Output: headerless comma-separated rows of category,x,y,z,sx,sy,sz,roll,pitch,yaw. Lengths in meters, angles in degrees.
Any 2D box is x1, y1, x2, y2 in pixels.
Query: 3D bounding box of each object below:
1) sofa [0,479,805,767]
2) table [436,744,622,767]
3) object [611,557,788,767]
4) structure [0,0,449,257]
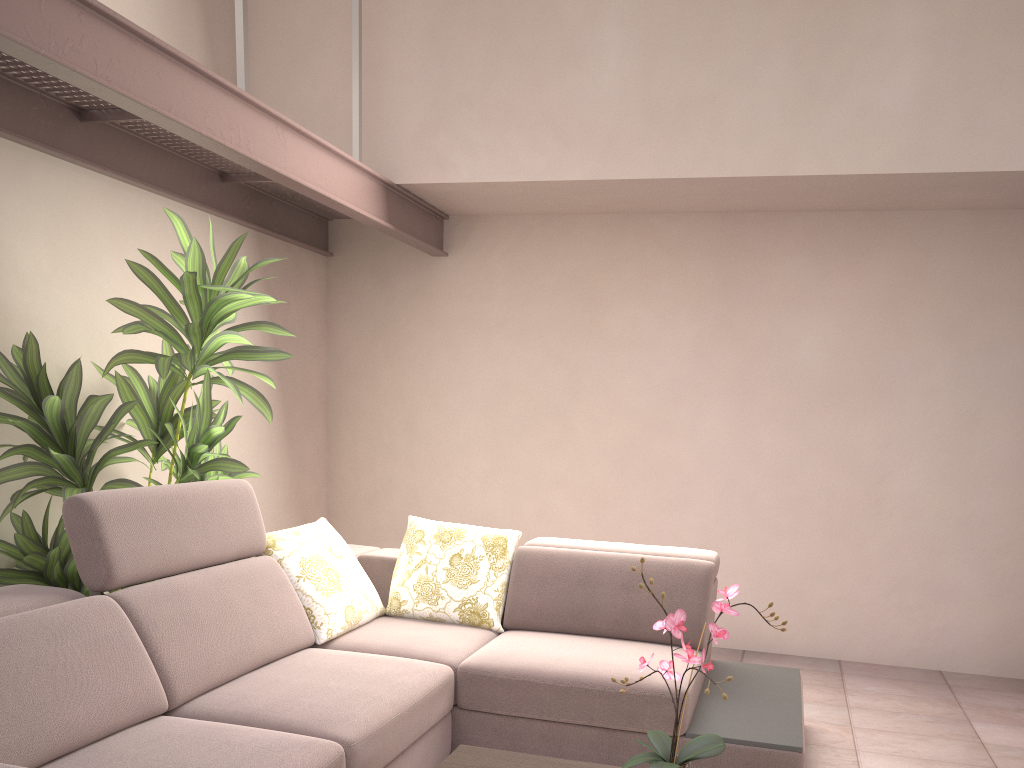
sofa,-0.274,0.816,2.485,2.137,0.980,3.093,3,-1,16
table,0.329,1.133,1.946,1.185,0.363,0.691,2,1,15
object,0.380,0.651,1.885,0.367,0.623,0.287,4,10,10
structure,-0.303,-0.385,1.412,3.740,3.333,7.053,4,1,17
